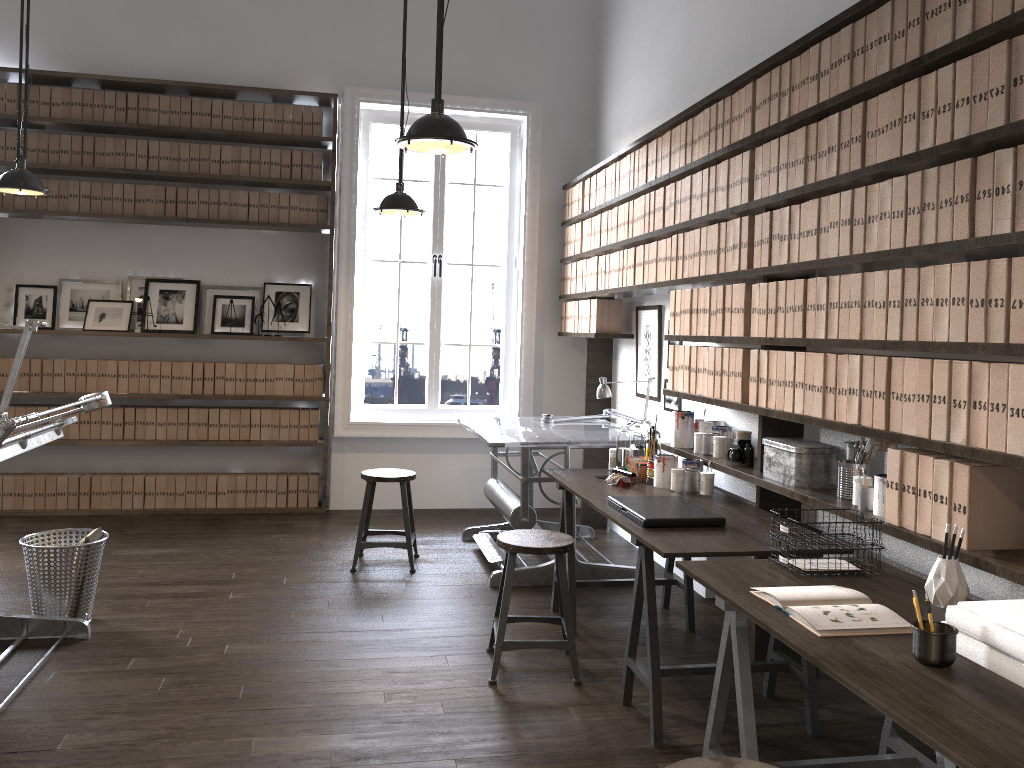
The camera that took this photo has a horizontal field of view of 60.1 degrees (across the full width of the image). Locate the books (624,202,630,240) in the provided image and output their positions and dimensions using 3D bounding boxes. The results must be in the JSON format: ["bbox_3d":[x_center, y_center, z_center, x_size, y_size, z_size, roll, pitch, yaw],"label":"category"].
[{"bbox_3d":[0.751,-0.945,5.180,0.174,0.226,0.067,1,1,-11],"label":"books"}]

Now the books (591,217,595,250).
[{"bbox_3d":[0.619,-0.989,5.864,0.174,0.225,0.067,1,1,-11],"label":"books"}]

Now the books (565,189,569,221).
[{"bbox_3d":[0.489,-1.316,6.539,0.174,0.225,0.067,1,1,-11],"label":"books"}]

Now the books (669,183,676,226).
[{"bbox_3d":[0.890,-0.900,4.480,0.174,0.225,0.067,1,1,-11],"label":"books"}]

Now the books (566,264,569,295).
[{"bbox_3d":[0.489,-0.762,6.489,0.174,0.225,0.067,1,1,-11],"label":"books"}]

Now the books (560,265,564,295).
[{"bbox_3d":[0.457,-0.771,6.623,0.174,0.226,0.067,1,1,-11],"label":"books"}]

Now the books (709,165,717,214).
[{"bbox_3d":[0.987,-0.869,4.008,0.174,0.225,0.067,1,1,-11],"label":"books"}]

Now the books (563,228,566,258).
[{"bbox_3d":[0.474,-1.043,6.604,0.174,0.225,0.067,1,1,-11],"label":"books"}]

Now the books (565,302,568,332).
[{"bbox_3d":[0.485,-0.484,6.475,0.174,0.225,0.067,1,1,-11],"label":"books"}]

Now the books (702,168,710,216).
[{"bbox_3d":[0.969,-0.873,4.076,0.174,0.226,0.067,1,1,-11],"label":"books"}]

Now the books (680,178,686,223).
[{"bbox_3d":[0.922,-0.890,4.342,0.174,0.225,0.067,1,1,-11],"label":"books"}]

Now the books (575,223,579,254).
[{"bbox_3d":[0.540,-1.021,6.271,0.174,0.225,0.067,1,1,-11],"label":"books"}]

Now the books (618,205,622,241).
[{"bbox_3d":[0.728,-0.954,5.314,0.174,0.225,0.067,1,1,-11],"label":"books"}]

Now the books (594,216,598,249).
[{"bbox_3d":[0.634,-0.985,5.801,0.174,0.225,0.067,1,1,-11],"label":"books"}]

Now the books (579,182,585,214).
[{"bbox_3d":[0.561,-1.293,6.192,0.174,0.225,0.067,1,1,-11],"label":"books"}]

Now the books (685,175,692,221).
[{"bbox_3d":[0.929,-0.886,4.274,0.174,0.226,0.067,1,1,-11],"label":"books"}]

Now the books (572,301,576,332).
[{"bbox_3d":[0.517,-0.471,6.276,0.174,0.225,0.067,1,1,-11],"label":"books"}]

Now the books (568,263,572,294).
[{"bbox_3d":[0.499,-0.757,6.419,0.174,0.225,0.067,1,1,-11],"label":"books"}]

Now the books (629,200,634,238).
[{"bbox_3d":[0.769,-0.940,5.112,0.174,0.225,0.067,1,1,-11],"label":"books"}]

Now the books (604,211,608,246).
[{"bbox_3d":[0.672,-0.971,5.584,0.174,0.225,0.067,1,1,-11],"label":"books"}]

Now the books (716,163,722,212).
[{"bbox_3d":[1.002,-0.864,3.940,0.174,0.225,0.067,1,1,-11],"label":"books"}]

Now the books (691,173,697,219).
[{"bbox_3d":[0.947,-0.882,4.210,0.174,0.225,0.067,1,1,-11],"label":"books"}]

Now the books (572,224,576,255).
[{"bbox_3d":[0.522,-1.026,6.336,0.174,0.226,0.067,1,1,-11],"label":"books"}]

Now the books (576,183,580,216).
[{"bbox_3d":[0.545,-1.298,6.263,0.174,0.226,0.067,1,1,-11],"label":"books"}]

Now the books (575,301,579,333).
[{"bbox_3d":[0.534,-0.466,6.206,0.174,0.225,0.067,1,1,-11],"label":"books"}]

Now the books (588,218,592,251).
[{"bbox_3d":[0.602,-0.993,5.925,0.174,0.226,0.067,1,1,-11],"label":"books"}]

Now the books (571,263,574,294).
[{"bbox_3d":[0.518,-0.753,6.350,0.174,0.225,0.067,1,1,-11],"label":"books"}]

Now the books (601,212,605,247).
[{"bbox_3d":[0.663,-0.976,5.654,0.174,0.225,0.067,1,1,-11],"label":"books"}]

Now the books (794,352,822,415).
[{"bbox_3d":[1.120,-0.001,3.204,0.174,0.225,0.067,1,1,-11],"label":"books"}]

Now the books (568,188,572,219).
[{"bbox_3d":[0.506,-1.311,6.469,0.174,0.225,0.067,1,1,-11],"label":"books"}]

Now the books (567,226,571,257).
[{"bbox_3d":[0.499,-1.034,6.464,0.174,0.225,0.067,1,1,-11],"label":"books"}]

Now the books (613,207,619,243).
[{"bbox_3d":[0.711,-0.958,5.378,0.174,0.226,0.067,1,1,-11],"label":"books"}]

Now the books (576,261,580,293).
[{"bbox_3d":[0.546,-0.743,6.204,0.174,0.225,0.067,1,1,-11],"label":"books"}]

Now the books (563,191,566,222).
[{"bbox_3d":[0.475,-1.321,6.610,0.174,0.226,0.067,1,1,-11],"label":"books"}]

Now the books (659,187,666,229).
[{"bbox_3d":[0.861,-0.909,4.623,0.174,0.226,0.067,1,1,-11],"label":"books"}]

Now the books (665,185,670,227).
[{"bbox_3d":[0.881,-0.904,4.551,0.174,0.225,0.067,1,1,-11],"label":"books"}]

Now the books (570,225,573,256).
[{"bbox_3d":[0.513,-1.030,6.402,0.174,0.225,0.067,1,1,-11],"label":"books"}]

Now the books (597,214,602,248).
[{"bbox_3d":[0.643,-0.980,5.727,0.174,0.226,0.067,1,1,-11],"label":"books"}]

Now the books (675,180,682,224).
[{"bbox_3d":[0.908,-0.895,4.411,0.174,0.225,0.067,1,1,-11],"label":"books"}]

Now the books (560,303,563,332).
[{"bbox_3d":[0.456,-0.493,6.621,0.174,0.225,0.067,1,1,-11],"label":"books"}]

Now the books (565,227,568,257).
[{"bbox_3d":[0.484,-1.039,6.534,0.174,0.226,0.067,1,1,-11],"label":"books"}]

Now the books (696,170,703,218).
[{"bbox_3d":[0.957,-0.878,4.148,0.174,0.225,0.067,1,1,-11],"label":"books"}]

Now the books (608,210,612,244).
[{"bbox_3d":[0.690,-0.967,5.515,0.174,0.225,0.067,1,1,-11],"label":"books"}]

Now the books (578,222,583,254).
[{"bbox_3d":[0.554,-1.017,6.201,0.174,0.225,0.067,1,1,-11],"label":"books"}]

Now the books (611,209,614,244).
[{"bbox_3d":[0.703,-0.962,5.445,0.174,0.225,0.067,1,1,-11],"label":"books"}]

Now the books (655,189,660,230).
[{"bbox_3d":[0.852,-0.913,4.697,0.174,0.225,0.067,1,1,-11],"label":"books"}]

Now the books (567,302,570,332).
[{"bbox_3d":[0.495,-0.480,6.410,0.174,0.225,0.067,1,1,-11],"label":"books"}]

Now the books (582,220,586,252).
[{"bbox_3d":[0.577,-1.002,6.068,0.174,0.225,0.067,1,1,-11],"label":"books"}]

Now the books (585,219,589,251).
[{"bbox_3d":[0.588,-0.998,5.997,0.174,0.225,0.067,1,1,-11],"label":"books"}]

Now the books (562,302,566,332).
[{"bbox_3d":[0.465,-0.489,6.547,0.174,0.226,0.067,1,1,-11],"label":"books"}]

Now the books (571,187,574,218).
[{"bbox_3d":[0.524,-1.307,6.401,0.174,0.225,0.067,1,1,-11],"label":"books"}]

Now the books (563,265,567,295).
[{"bbox_3d":[0.476,-0.766,6.559,0.174,0.225,0.067,1,1,-11],"label":"books"}]

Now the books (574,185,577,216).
[{"bbox_3d":[0.535,-1.302,6.332,0.174,0.225,0.067,1,1,-11],"label":"books"}]

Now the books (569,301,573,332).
[{"bbox_3d":[0.503,-0.476,6.348,0.174,0.226,0.067,1,1,-11],"label":"books"}]

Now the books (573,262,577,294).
[{"bbox_3d":[0.527,-0.748,6.275,0.174,0.226,0.067,1,1,-11],"label":"books"}]
